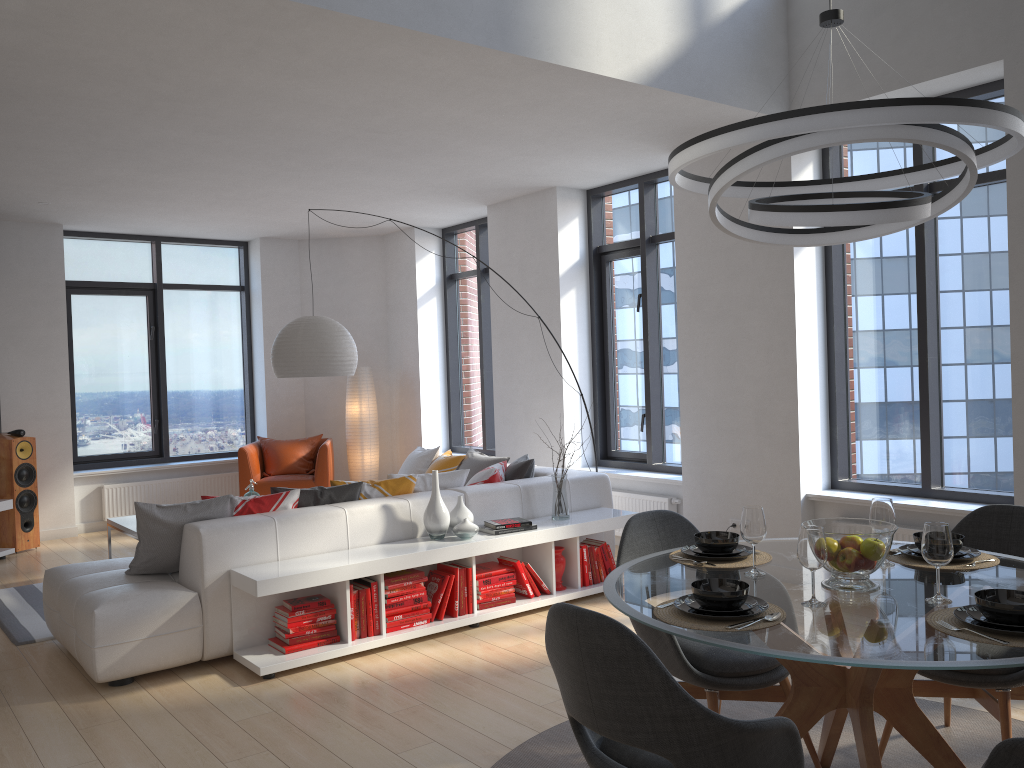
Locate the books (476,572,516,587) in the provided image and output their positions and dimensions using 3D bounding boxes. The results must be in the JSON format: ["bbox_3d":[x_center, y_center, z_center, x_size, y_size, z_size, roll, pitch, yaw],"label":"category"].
[{"bbox_3d":[-0.149,1.154,5.305,0.279,0.039,0.206,-3,1,-38],"label":"books"}]

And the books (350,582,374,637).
[{"bbox_3d":[-0.810,1.210,4.770,0.042,0.259,0.195,-3,1,-37],"label":"books"}]

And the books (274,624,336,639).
[{"bbox_3d":[-1.079,1.272,4.620,0.266,0.026,0.187,-3,1,-32],"label":"books"}]

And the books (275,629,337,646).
[{"bbox_3d":[-1.076,1.302,4.633,0.259,0.034,0.206,-3,1,-35],"label":"books"}]

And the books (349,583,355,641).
[{"bbox_3d":[-0.899,1.198,4.710,0.036,0.294,0.208,-3,1,-37],"label":"books"}]

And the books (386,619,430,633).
[{"bbox_3d":[-0.624,1.317,4.909,0.274,0.029,0.200,-3,1,-38],"label":"books"}]

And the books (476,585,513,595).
[{"bbox_3d":[-0.139,1.213,5.285,0.236,0.023,0.178,-3,1,-37],"label":"books"}]

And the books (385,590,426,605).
[{"bbox_3d":[-0.636,1.166,4.910,0.261,0.027,0.191,-3,1,-42],"label":"books"}]

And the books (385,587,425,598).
[{"bbox_3d":[-0.627,1.140,4.912,0.236,0.023,0.178,-3,1,-37],"label":"books"}]

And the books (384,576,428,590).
[{"bbox_3d":[-0.629,1.091,4.912,0.266,0.026,0.187,-3,1,-43],"label":"books"}]

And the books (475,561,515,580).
[{"bbox_3d":[-0.170,1.119,5.320,0.301,0.032,0.227,-3,1,-37],"label":"books"}]

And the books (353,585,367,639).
[{"bbox_3d":[-0.846,1.212,4.755,0.034,0.259,0.207,-3,1,-37],"label":"books"}]

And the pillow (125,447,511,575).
[{"bbox_3d":[-1.121,0.772,5.804,0.647,0.453,2.953,-1,1,40],"label":"pillow"}]

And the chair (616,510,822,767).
[{"bbox_3d":[0.716,0.945,3.256,0.655,0.891,0.619,-3,1,-31],"label":"chair"}]

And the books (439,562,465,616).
[{"bbox_3d":[-0.349,1.184,5.124,0.038,0.270,0.215,-3,1,-37],"label":"books"}]

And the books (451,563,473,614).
[{"bbox_3d":[-0.288,1.182,5.140,0.028,0.269,0.181,-3,1,-38],"label":"books"}]

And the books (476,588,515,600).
[{"bbox_3d":[-0.142,1.236,5.293,0.257,0.025,0.182,-3,1,-37],"label":"books"}]

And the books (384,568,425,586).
[{"bbox_3d":[-0.649,1.062,4.907,0.259,0.034,0.206,-3,1,-40],"label":"books"}]

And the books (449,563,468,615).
[{"bbox_3d":[-0.319,1.186,5.135,0.028,0.266,0.188,-3,1,-37],"label":"books"}]

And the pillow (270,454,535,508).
[{"bbox_3d":[-0.589,0.758,5.804,2.120,0.436,0.608,-3,1,-42],"label":"pillow"}]

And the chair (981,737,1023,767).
[{"bbox_3d":[1.416,0.941,2.057,0.655,0.891,0.619,-3,1,-31],"label":"chair"}]

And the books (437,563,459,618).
[{"bbox_3d":[-0.369,1.181,5.088,0.046,0.282,0.199,-3,1,-38],"label":"books"}]

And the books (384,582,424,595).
[{"bbox_3d":[-0.648,1.117,4.907,0.257,0.025,0.182,-3,1,-37],"label":"books"}]

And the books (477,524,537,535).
[{"bbox_3d":[-0.039,0.870,5.379,0.300,0.026,0.245,-3,1,-32],"label":"books"}]

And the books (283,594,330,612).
[{"bbox_3d":[-1.072,1.142,4.628,0.206,0.029,0.152,-3,1,-31],"label":"books"}]

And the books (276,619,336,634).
[{"bbox_3d":[-1.076,1.247,4.632,0.257,0.025,0.182,-3,1,-37],"label":"books"}]

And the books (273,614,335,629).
[{"bbox_3d":[-1.090,1.222,4.642,0.261,0.028,0.191,-3,1,-38],"label":"books"}]

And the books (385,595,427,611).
[{"bbox_3d":[-0.643,1.199,4.925,0.279,0.039,0.206,-3,1,-36],"label":"books"}]

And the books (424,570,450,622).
[{"bbox_3d":[-0.455,1.200,5.030,0.144,0.247,0.188,-3,1,-37],"label":"books"}]

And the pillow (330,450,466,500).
[{"bbox_3d":[-0.755,0.770,6.352,0.630,0.440,2.095,-2,1,10],"label":"pillow"}]

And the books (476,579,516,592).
[{"bbox_3d":[-0.136,1.187,5.294,0.261,0.027,0.191,-3,1,-33],"label":"books"}]

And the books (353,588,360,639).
[{"bbox_3d":[-0.873,1.214,4.734,0.031,0.255,0.181,-3,1,-37],"label":"books"}]

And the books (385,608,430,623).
[{"bbox_3d":[-0.616,1.261,4.898,0.266,0.026,0.187,-3,1,-38],"label":"books"}]

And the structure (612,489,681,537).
[{"bbox_3d":[0.961,1.090,7.048,0.110,0.460,1.015,-3,1,-37],"label":"structure"}]

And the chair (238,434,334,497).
[{"bbox_3d":[-2.272,0.964,9.106,0.896,0.858,0.843,-2,1,-5],"label":"chair"}]

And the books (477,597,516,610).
[{"bbox_3d":[-0.142,1.291,5.295,0.259,0.034,0.206,-3,1,-35],"label":"books"}]

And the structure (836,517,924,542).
[{"bbox_3d":[2.359,1.074,5.224,0.110,0.460,1.015,-3,1,-37],"label":"structure"}]

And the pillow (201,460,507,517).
[{"bbox_3d":[-0.842,0.797,5.600,2.250,0.449,0.575,-3,1,-40],"label":"pillow"}]

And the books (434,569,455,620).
[{"bbox_3d":[-0.418,1.198,5.050,0.115,0.245,0.192,-3,1,-37],"label":"books"}]

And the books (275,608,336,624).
[{"bbox_3d":[-1.079,1.194,4.630,0.269,0.028,0.179,-3,1,-36],"label":"books"}]

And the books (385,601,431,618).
[{"bbox_3d":[-0.636,1.234,4.929,0.301,0.032,0.227,-3,1,-37],"label":"books"}]

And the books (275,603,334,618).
[{"bbox_3d":[-1.083,1.168,4.631,0.254,0.025,0.178,-3,1,-38],"label":"books"}]

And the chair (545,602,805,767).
[{"bbox_3d":[0.415,0.971,2.313,0.619,0.891,0.655,-3,1,-36],"label":"chair"}]

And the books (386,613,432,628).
[{"bbox_3d":[-0.612,1.288,4.897,0.282,0.030,0.188,-3,1,-36],"label":"books"}]

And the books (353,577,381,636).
[{"bbox_3d":[-0.786,1.193,4.795,0.049,0.291,0.214,-3,1,-37],"label":"books"}]

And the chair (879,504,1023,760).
[{"bbox_3d":[1.677,0.913,3.175,0.619,0.891,0.655,-3,1,-36],"label":"chair"}]

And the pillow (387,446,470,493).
[{"bbox_3d":[-0.751,0.747,6.670,0.580,0.456,2.156,-2,1,-12],"label":"pillow"}]

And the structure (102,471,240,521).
[{"bbox_3d":[-3.469,1.203,9.232,1.474,0.460,0.110,-3,1,-37],"label":"structure"}]

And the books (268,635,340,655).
[{"bbox_3d":[-1.083,1.336,4.617,0.301,0.032,0.227,-3,1,-37],"label":"books"}]

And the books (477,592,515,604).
[{"bbox_3d":[-0.145,1.262,5.282,0.266,0.026,0.187,-3,1,-32],"label":"books"}]
